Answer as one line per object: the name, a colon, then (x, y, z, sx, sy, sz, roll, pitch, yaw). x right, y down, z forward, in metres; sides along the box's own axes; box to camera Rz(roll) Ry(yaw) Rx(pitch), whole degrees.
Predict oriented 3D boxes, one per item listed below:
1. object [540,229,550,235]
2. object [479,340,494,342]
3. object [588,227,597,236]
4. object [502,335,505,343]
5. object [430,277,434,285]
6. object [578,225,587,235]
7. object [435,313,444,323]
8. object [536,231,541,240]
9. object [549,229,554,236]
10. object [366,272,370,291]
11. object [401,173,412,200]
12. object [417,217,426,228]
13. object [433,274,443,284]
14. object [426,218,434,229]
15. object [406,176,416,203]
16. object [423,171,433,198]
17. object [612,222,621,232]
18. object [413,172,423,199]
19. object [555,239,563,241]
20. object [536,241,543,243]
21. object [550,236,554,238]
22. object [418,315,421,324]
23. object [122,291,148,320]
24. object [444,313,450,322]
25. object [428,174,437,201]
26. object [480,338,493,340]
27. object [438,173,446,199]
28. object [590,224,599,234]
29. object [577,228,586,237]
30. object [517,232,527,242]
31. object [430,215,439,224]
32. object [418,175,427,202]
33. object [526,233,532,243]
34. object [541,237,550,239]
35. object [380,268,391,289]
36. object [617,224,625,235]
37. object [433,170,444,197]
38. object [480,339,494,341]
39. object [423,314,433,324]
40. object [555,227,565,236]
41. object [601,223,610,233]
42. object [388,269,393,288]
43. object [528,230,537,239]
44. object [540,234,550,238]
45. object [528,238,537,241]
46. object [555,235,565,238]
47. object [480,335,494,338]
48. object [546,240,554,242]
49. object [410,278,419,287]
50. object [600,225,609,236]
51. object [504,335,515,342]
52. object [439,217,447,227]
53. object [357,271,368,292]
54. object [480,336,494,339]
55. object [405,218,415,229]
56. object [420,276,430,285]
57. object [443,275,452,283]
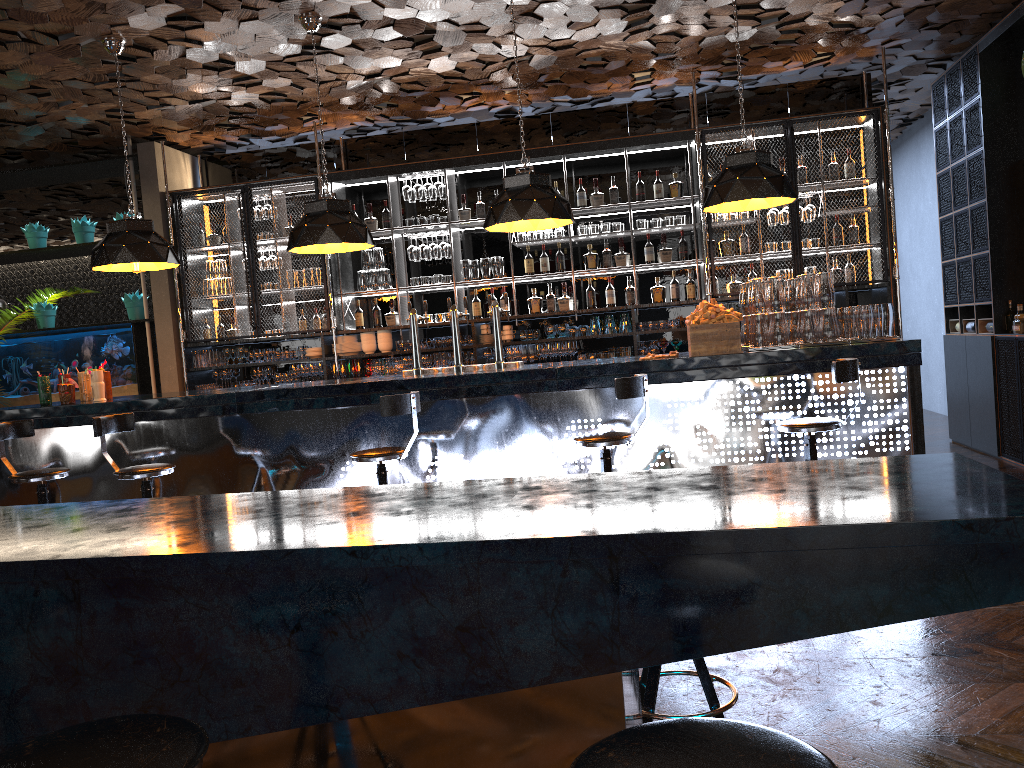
object: (0.306, -1.449, 8.352, 0.089, 0.092, 0.089, -4, 3, 5)
object: (-0.235, -0.401, 8.409, 0.149, 0.023, 0.149, -6, 3, -22)
object: (0.765, -1.442, 8.417, 0.089, 0.092, 0.089, -7, 4, -41)
object: (-0.067, -0.431, 8.457, 0.106, 0.067, 0.094, -6, 3, -28)
object: (-0.749, -1.002, 8.659, 0.089, 0.092, 0.089, -2, 4, 41)
object: (0.661, -1.426, 8.263, 0.089, 0.092, 0.089, -6, 3, -18)
object: (-0.703, -0.636, 8.624, 0.089, 0.092, 0.089, -4, 3, 20)
object: (0.246, -1.422, 8.485, 0.089, 0.092, 0.089, -3, 3, 35)
object: (0.351, -1.460, 8.490, 0.089, 0.092, 0.089, -3, 3, 35)
object: (-1.458, -1.009, 8.813, 0.105, 0.209, 0.105, -7, 3, -35)
object: (-1.009, -1.885, 8.483, 0.092, 0.244, 0.092, -6, 3, -30)
object: (-0.870, -1.558, 8.549, 0.089, 0.092, 0.089, -6, 3, -22)
object: (-0.706, -0.997, 8.477, 0.089, 0.092, 0.089, -5, 3, -6)
object: (-0.802, -1.569, 8.661, 0.089, 0.092, 0.089, -4, 3, 20)
object: (-0.982, -1.895, 8.646, 0.092, 0.244, 0.092, -6, 3, -30)
object: (-0.803, -1.900, 8.448, 0.092, 0.244, 0.092, -6, 3, -30)
object: (0.973, -1.451, 8.232, 0.089, 0.092, 0.089, -7, 3, -36)
object: (-0.900, -1.893, 8.465, 0.092, 0.244, 0.092, -6, 3, -30)
object: (0.447, -1.417, 8.442, 0.089, 0.092, 0.089, -5, 3, -1)
object: (0.248, -1.402, 8.485, 0.089, 0.092, 0.089, -3, 3, 35)
object: (0.353, -1.434, 8.491, 0.089, 0.092, 0.089, -3, 3, 35)
object: (-0.921, -0.616, 8.575, 0.089, 0.092, 0.089, -6, 3, -18)
object: (-3.828, -0.794, 9.028, 0.265, 0.325, 0.245, -5, 3, 3)
object: (-0.609, -0.640, 8.544, 0.089, 0.092, 0.089, -4, 3, 20)
object: (-0.776, -1.910, 8.611, 0.092, 0.244, 0.092, -6, 3, -30)
object: (-0.237, -0.424, 8.408, 0.149, 0.024, 0.149, -4, 3, 9)
object: (-0.674, -1.918, 8.593, 0.092, 0.244, 0.092, -6, 3, -30)
object: (0.771, -1.435, 8.257, 0.089, 0.092, 0.089, -6, 3, -27)
object: (0.666, -1.434, 8.428, 0.089, 0.092, 0.089, -7, 3, -38)
object: (0.092, -1.384, 8.359, 0.089, 0.092, 0.089, -3, 3, 35)
object: (-0.737, -1.565, 8.475, 0.089, 0.092, 0.089, -6, 3, -22)
object: (-0.873, -1.903, 8.627, 0.092, 0.244, 0.092, -6, 3, -30)
object: (0.142, -1.395, 8.516, 0.089, 0.092, 0.089, -6, 3, -18)
object: (0.310, -1.401, 8.354, 0.089, 0.092, 0.089, -5, 3, -1)
object: (-1.238, -1.019, 8.645, 0.105, 0.209, 0.105, -7, 3, -35)
object: (1.020, -1.461, 8.365, 0.089, 0.092, 0.089, -5, 3, -16)
object: (-0.701, -1.908, 8.431, 0.092, 0.244, 0.092, -6, 3, -30)
object: (-0.236, -0.412, 8.408, 0.149, 0.023, 0.149, -5, 3, -6)
object: (-0.806, -0.624, 8.542, 0.089, 0.092, 0.089, -6, 3, -27)
object: (0.446, -1.430, 8.300, 0.089, 0.092, 0.089, -5, 3, 0)
object: (0.870, -1.441, 8.215, 0.089, 0.092, 0.089, -6, 3, -27)
object: (-1.233, -1.025, 8.757, 0.105, 0.209, 0.105, -7, 3, -35)
object: (0.188, -1.411, 8.335, 0.089, 0.092, 0.089, -7, 3, -38)
object: (0.308, -1.423, 8.353, 0.089, 0.092, 0.089, -5, 3, -1)
object: (0.190, -1.391, 8.336, 0.089, 0.092, 0.089, -6, 3, -18)
object: (0.447, -1.410, 8.301, 0.089, 0.092, 0.089, -3, 3, 35)
object: (-0.239, -0.444, 8.406, 0.149, 0.025, 0.149, -6, 3, -28)
object: (0.355, -1.411, 8.492, 0.089, 0.092, 0.089, -3, 3, 35)
object: (-0.943, -0.984, 8.623, 0.089, 0.092, 0.089, -5, 3, -12)
object: (0.873, -1.448, 8.360, 0.089, 0.092, 0.089, -4, 3, 9)
object: (-0.027, -0.429, 8.357, 0.106, 0.067, 0.094, -5, 3, -2)
object: (-0.677, -1.579, 8.651, 0.089, 0.092, 0.089, -6, 3, -22)
object: (-1.467, -1.003, 8.696, 0.105, 0.209, 0.105, -7, 3, -35)
object: (-0.237, -0.434, 8.407, 0.149, 0.026, 0.148, -4, 3, 16)
object: (-0.985, -1.550, 8.592, 0.089, 0.092, 0.089, -6, 3, -22)
object: (-0.837, -0.990, 8.561, 0.089, 0.092, 0.089, -5, 3, -12)
object: (-0.630, -1.011, 8.647, 0.089, 0.092, 0.089, -5, 3, -6)
